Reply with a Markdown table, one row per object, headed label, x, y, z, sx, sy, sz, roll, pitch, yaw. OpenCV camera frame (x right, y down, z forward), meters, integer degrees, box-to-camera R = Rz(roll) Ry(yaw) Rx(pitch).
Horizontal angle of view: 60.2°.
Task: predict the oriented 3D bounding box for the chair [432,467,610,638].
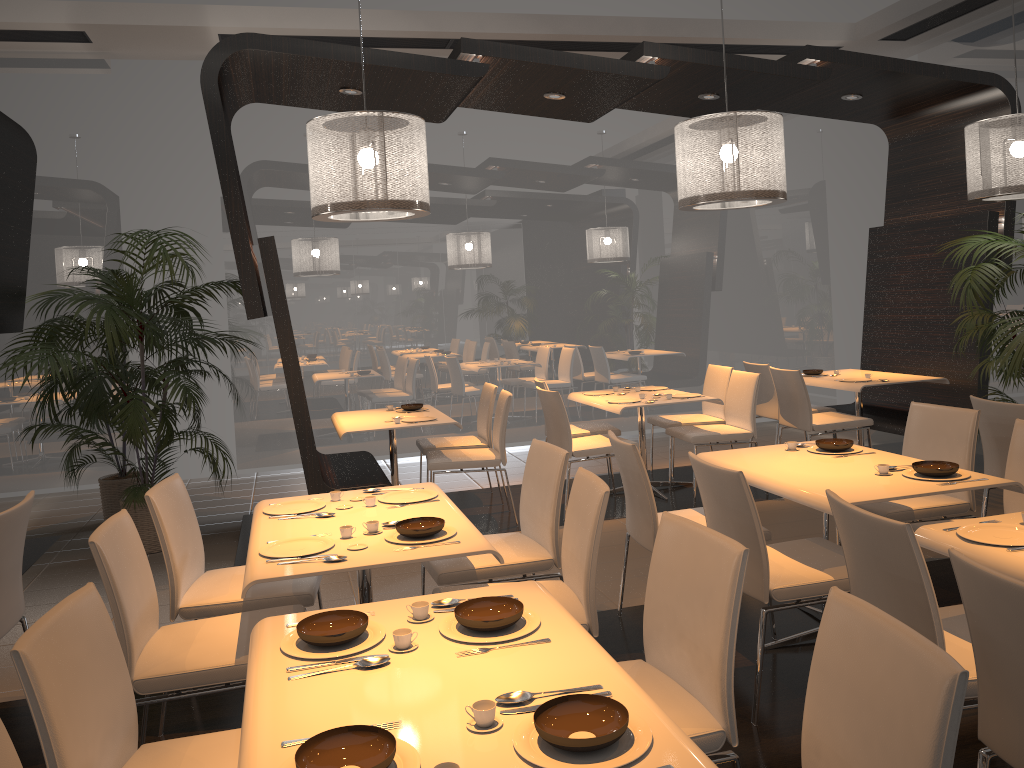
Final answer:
| label | x | y | z | sx | sy | sz | roll | pitch | yaw |
| --- | --- | --- | --- | --- | --- | --- | --- | --- | --- |
| chair | 0.038 | 0.777 | 3.022 | 0.605 | 0.873 | 0.485 | -4 | 2 | -7 |

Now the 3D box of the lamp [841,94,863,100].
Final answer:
| label | x | y | z | sx | sy | sz | roll | pitch | yaw |
| --- | --- | --- | --- | --- | --- | --- | --- | --- | --- |
| lamp | 2.760 | -2.344 | 7.182 | 0.161 | 0.056 | 0.162 | -5 | 5 | -20 |

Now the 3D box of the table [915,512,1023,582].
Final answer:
| label | x | y | z | sx | sy | sz | roll | pitch | yaw |
| --- | --- | --- | --- | --- | --- | --- | --- | --- | --- |
| table | 1.789 | 0.820 | 2.298 | 0.801 | 0.724 | 1.150 | -4 | 4 | -14 |

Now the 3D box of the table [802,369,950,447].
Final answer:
| label | x | y | z | sx | sy | sz | roll | pitch | yaw |
| --- | --- | --- | --- | --- | --- | --- | --- | --- | --- |
| table | 2.833 | 0.299 | 7.205 | 0.801 | 0.724 | 1.150 | -4 | 4 | -14 |

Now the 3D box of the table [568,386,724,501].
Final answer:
| label | x | y | z | sx | sy | sz | roll | pitch | yaw |
| --- | --- | --- | --- | --- | --- | --- | --- | --- | --- |
| table | 0.994 | 0.447 | 6.733 | 0.801 | 0.724 | 1.150 | -4 | 4 | -14 |

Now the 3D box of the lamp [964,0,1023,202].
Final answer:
| label | x | y | z | sx | sy | sz | roll | pitch | yaw |
| --- | --- | --- | --- | --- | --- | --- | --- | --- | --- |
| lamp | 3.280 | -2.189 | 5.769 | 0.626 | 1.927 | 0.628 | -3 | 1 | 18 |

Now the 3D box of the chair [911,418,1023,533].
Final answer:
| label | x | y | z | sx | sy | sz | roll | pitch | yaw |
| --- | --- | --- | --- | --- | --- | --- | --- | --- | --- |
| chair | 1.972 | 0.618 | 3.528 | 0.606 | 0.868 | 0.484 | -4 | 2 | -12 |

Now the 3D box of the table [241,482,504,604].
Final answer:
| label | x | y | z | sx | sy | sz | roll | pitch | yaw |
| --- | --- | --- | --- | --- | --- | --- | --- | --- | --- |
| table | -0.531 | 0.863 | 3.236 | 0.801 | 0.724 | 1.150 | -4 | 4 | -14 |

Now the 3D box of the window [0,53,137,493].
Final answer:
| label | x | y | z | sx | sy | sz | roll | pitch | yaw |
| --- | --- | --- | --- | --- | --- | --- | --- | --- | --- |
| window | -6.523 | -0.812 | 7.100 | 6.587 | 3.975 | 0.070 | -4 | 1 | -15 |

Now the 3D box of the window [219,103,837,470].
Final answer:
| label | x | y | z | sx | sy | sz | roll | pitch | yaw |
| --- | --- | --- | --- | --- | --- | --- | --- | --- | --- |
| window | 0.433 | -1.376 | 8.911 | 6.587 | 3.975 | 0.070 | -4 | 1 | -15 |

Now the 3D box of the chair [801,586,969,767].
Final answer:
| label | x | y | z | sx | sy | sz | roll | pitch | yaw |
| --- | --- | --- | --- | --- | --- | --- | --- | --- | --- |
| chair | 0.449 | 0.887 | 1.586 | 0.605 | 0.868 | 0.485 | -4 | 2 | -7 |

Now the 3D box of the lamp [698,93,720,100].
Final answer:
| label | x | y | z | sx | sy | sz | roll | pitch | yaw |
| --- | --- | --- | --- | --- | --- | --- | --- | --- | --- |
| lamp | 1.527 | -2.244 | 6.862 | 0.161 | 0.056 | 0.162 | -5 | 5 | -20 |

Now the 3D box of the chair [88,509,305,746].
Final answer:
| label | x | y | z | sx | sy | sz | roll | pitch | yaw |
| --- | --- | --- | --- | --- | --- | --- | --- | --- | --- |
| chair | -0.976 | 0.851 | 2.831 | 0.606 | 0.868 | 0.484 | -4 | 2 | -12 |

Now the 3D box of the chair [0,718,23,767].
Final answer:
| label | x | y | z | sx | sy | sz | roll | pitch | yaw |
| --- | --- | --- | --- | --- | --- | --- | --- | --- | --- |
| chair | -0.565 | 0.962 | 1.397 | 0.606 | 0.868 | 0.484 | -4 | 2 | -17 |

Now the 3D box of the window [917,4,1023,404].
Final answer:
| label | x | y | z | sx | sy | sz | roll | pitch | yaw |
| --- | --- | --- | --- | --- | --- | --- | --- | --- | --- |
| window | 5.127 | -1.380 | 6.134 | 0.070 | 3.969 | 6.596 | -3 | 4 | -14 |

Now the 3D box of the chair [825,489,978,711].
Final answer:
| label | x | y | z | sx | sy | sz | roll | pitch | yaw |
| --- | --- | --- | --- | --- | --- | --- | --- | --- | --- |
| chair | 1.277 | 0.755 | 2.515 | 0.605 | 0.873 | 0.485 | -4 | 2 | -7 |

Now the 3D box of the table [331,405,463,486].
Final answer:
| label | x | y | z | sx | sy | sz | roll | pitch | yaw |
| --- | --- | --- | --- | --- | --- | --- | --- | --- | --- |
| table | -0.835 | 0.594 | 6.269 | 0.801 | 0.724 | 1.150 | -4 | 4 | -14 |

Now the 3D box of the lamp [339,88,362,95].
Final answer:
| label | x | y | z | sx | sy | sz | roll | pitch | yaw |
| --- | --- | --- | --- | --- | --- | --- | --- | --- | --- |
| lamp | -1.126 | -2.056 | 6.171 | 0.160 | 0.054 | 0.161 | -4 | 5 | -9 |

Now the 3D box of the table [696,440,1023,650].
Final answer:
| label | x | y | z | sx | sy | sz | roll | pitch | yaw |
| --- | --- | --- | --- | --- | --- | --- | --- | --- | --- |
| table | 1.525 | 0.696 | 3.776 | 1.054 | 0.724 | 1.150 | -4 | 4 | -14 |

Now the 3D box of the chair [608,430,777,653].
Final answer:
| label | x | y | z | sx | sy | sz | roll | pitch | yaw |
| --- | --- | --- | --- | --- | --- | --- | --- | --- | --- |
| chair | 0.770 | 0.647 | 3.939 | 0.605 | 0.868 | 0.485 | -4 | 2 | -7 |

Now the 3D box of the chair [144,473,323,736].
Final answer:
| label | x | y | z | sx | sy | sz | roll | pitch | yaw |
| --- | --- | --- | --- | --- | --- | --- | --- | --- | --- |
| chair | -1.056 | 0.797 | 3.444 | 0.605 | 0.868 | 0.485 | -4 | 2 | -7 |

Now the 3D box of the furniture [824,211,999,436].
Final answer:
| label | x | y | z | sx | sy | sz | roll | pitch | yaw |
| --- | --- | --- | --- | --- | --- | --- | --- | --- | --- |
| furniture | 3.195 | -0.504 | 7.289 | 0.758 | 1.672 | 1.404 | -4 | 3 | -14 |

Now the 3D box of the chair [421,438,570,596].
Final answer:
| label | x | y | z | sx | sy | sz | roll | pitch | yaw |
| --- | --- | --- | --- | --- | --- | --- | --- | --- | --- |
| chair | -0.068 | 0.716 | 3.709 | 0.606 | 0.868 | 0.484 | -4 | 2 | -17 |

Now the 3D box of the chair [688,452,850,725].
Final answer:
| label | x | y | z | sx | sy | sz | roll | pitch | yaw |
| --- | --- | --- | --- | --- | --- | --- | --- | --- | --- |
| chair | 1.024 | 0.696 | 3.297 | 0.606 | 0.873 | 0.484 | -4 | 2 | -12 |

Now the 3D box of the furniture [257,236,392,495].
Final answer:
| label | x | y | z | sx | sy | sz | roll | pitch | yaw |
| --- | --- | --- | --- | --- | --- | --- | --- | --- | --- |
| furniture | -1.301 | -0.140 | 6.118 | 0.758 | 1.672 | 1.404 | -4 | 3 | -14 |

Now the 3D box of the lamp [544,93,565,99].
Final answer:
| label | x | y | z | sx | sy | sz | roll | pitch | yaw |
| --- | --- | --- | --- | --- | --- | --- | --- | --- | --- |
| lamp | 0.314 | -2.146 | 6.546 | 0.161 | 0.056 | 0.162 | -5 | 5 | -20 |

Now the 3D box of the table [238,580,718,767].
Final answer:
| label | x | y | z | sx | sy | sz | roll | pitch | yaw |
| --- | --- | --- | --- | --- | --- | --- | --- | --- | --- |
| table | -0.119 | 0.975 | 1.801 | 0.801 | 0.724 | 1.150 | -4 | 4 | -14 |

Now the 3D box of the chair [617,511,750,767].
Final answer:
| label | x | y | z | sx | sy | sz | roll | pitch | yaw |
| --- | --- | --- | --- | --- | --- | --- | --- | --- | --- |
| chair | 0.269 | 0.837 | 2.255 | 0.606 | 0.873 | 0.484 | -4 | 2 | -17 |

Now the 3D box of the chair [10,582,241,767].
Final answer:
| label | x | y | z | sx | sy | sz | roll | pitch | yaw |
| --- | --- | --- | --- | --- | --- | --- | --- | --- | --- |
| chair | -0.710 | 0.916 | 1.980 | 0.605 | 0.868 | 0.485 | -4 | 2 | -7 |

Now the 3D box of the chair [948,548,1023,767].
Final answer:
| label | x | y | z | sx | sy | sz | roll | pitch | yaw |
| --- | --- | --- | --- | --- | --- | --- | --- | --- | --- |
| chair | 1.343 | 0.810 | 1.893 | 0.606 | 0.873 | 0.484 | -4 | 2 | -12 |

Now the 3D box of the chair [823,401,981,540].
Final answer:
| label | x | y | z | sx | sy | sz | roll | pitch | yaw |
| --- | --- | --- | --- | --- | --- | --- | --- | --- | --- |
| chair | 1.866 | 0.559 | 4.216 | 0.606 | 0.868 | 0.484 | -4 | 2 | -17 |

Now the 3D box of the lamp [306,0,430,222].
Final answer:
| label | x | y | z | sx | sy | sz | roll | pitch | yaw |
| --- | --- | --- | --- | --- | --- | --- | --- | --- | --- |
| lamp | -0.804 | -1.857 | 4.706 | 0.626 | 1.927 | 0.628 | -3 | 1 | 14 |

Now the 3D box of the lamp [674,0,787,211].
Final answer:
| label | x | y | z | sx | sy | sz | roll | pitch | yaw |
| --- | --- | --- | --- | --- | --- | --- | --- | --- | --- |
| lamp | 1.254 | -2.024 | 5.241 | 0.626 | 1.927 | 0.628 | -3 | 1 | 14 |

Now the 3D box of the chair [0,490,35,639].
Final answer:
| label | x | y | z | sx | sy | sz | roll | pitch | yaw |
| --- | --- | --- | --- | --- | --- | --- | --- | --- | --- |
| chair | -2.041 | 0.881 | 3.151 | 0.606 | 0.868 | 0.484 | -4 | 2 | -12 |
